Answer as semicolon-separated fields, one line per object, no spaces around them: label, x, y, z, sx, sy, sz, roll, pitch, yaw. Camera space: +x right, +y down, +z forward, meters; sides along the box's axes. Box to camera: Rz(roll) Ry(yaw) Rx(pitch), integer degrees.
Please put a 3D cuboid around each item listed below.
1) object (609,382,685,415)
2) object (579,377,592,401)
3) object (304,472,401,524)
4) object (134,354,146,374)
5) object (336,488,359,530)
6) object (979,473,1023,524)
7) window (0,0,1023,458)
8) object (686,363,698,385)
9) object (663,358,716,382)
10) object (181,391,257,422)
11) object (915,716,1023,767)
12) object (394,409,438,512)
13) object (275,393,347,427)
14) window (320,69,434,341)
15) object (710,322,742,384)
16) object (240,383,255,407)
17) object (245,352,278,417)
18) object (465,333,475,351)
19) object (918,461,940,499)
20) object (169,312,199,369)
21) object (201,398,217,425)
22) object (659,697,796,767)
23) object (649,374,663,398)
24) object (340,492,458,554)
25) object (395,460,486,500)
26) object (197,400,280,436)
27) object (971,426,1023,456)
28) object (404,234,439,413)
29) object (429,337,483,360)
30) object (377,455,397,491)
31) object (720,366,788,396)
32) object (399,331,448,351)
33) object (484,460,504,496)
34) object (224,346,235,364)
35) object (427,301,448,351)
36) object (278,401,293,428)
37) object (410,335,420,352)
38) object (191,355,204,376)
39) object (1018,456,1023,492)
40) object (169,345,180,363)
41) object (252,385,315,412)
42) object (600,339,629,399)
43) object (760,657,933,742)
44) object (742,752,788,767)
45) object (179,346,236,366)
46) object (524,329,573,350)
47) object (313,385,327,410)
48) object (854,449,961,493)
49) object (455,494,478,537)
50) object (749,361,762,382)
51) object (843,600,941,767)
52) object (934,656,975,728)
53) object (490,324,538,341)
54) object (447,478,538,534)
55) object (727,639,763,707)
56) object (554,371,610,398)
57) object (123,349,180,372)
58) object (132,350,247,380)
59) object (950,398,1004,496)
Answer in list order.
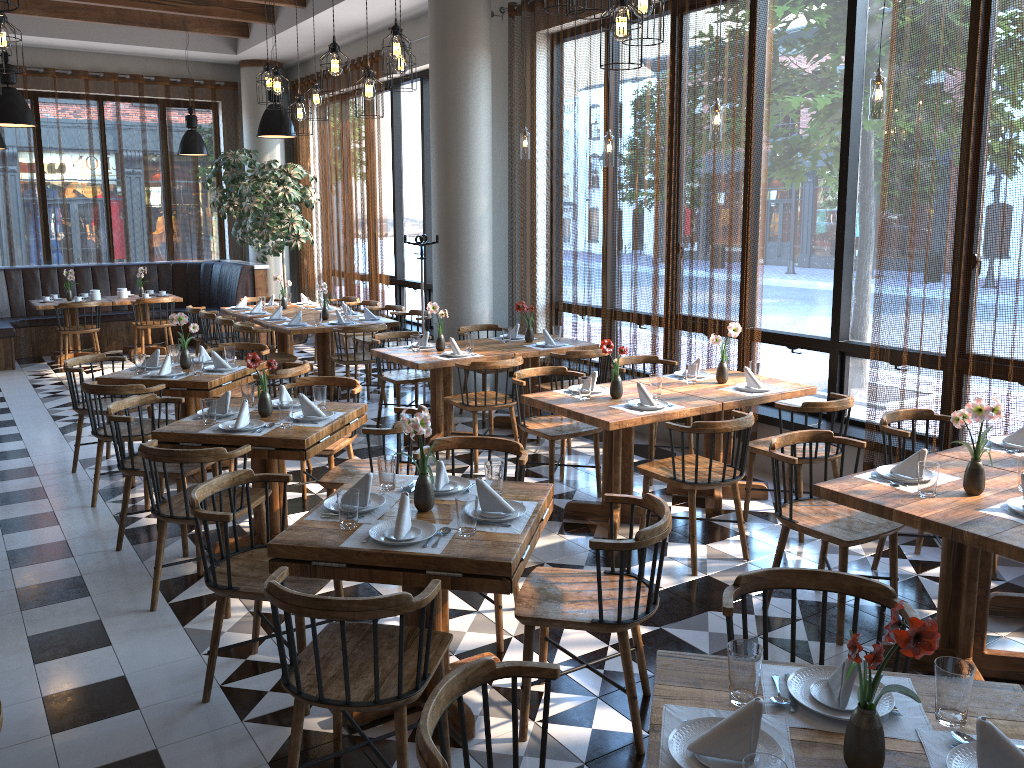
object;0.772;0.063;5.062;0.352;0.136;0.273;-7;13;-33
object;0.434;0.029;5.257;0.080;0.131;0.080;8;12;41
object;-0.595;0.399;3.369;0.272;0.136;0.354;2;11;12
object;-2.584;-0.139;6.166;0.080;0.131;0.080;4;10;21
object;-0.581;0.445;3.148;0.080;0.131;0.080;-3;10;-18
object;1.958;0.409;3.274;0.352;0.136;0.273;-7;13;-33
window;-1.135;-1.820;8.933;15.160;3.145;4.514;7;13;33
object;1.160;-0.066;5.727;0.080;0.131;0.080;0;9;2
object;1.217;-0.118;5.981;0.352;0.136;0.273;-7;13;-33
object;-1.619;0.102;4.908;0.272;0.136;0.354;2;11;12
object;0.969;0.718;1.713;0.272;0.136;0.354;2;11;12
object;-0.353;0.280;3.297;0.146;0.397;0.208;-4;10;-21
object;-1.091;0.120;4.807;0.272;0.136;0.354;2;11;12
window;-1.579;-2.318;11.486;0.365;3.145;4.990;-6;12;-33
object;1.376;-0.199;5.712;0.207;0.397;0.147;-5;10;-29
object;-1.524;0.064;5.114;0.080;0.131;0.080;-3;10;-18
object;-1.386;-0.001;4.864;0.171;0.353;0.157;3;10;22
object;-0.340;-0.336;7.138;0.080;0.131;0.080;8;12;41
object;1.625;0.376;3.463;0.080;0.131;0.080;8;12;41
object;-2.344;-0.311;6.352;0.207;0.397;0.147;-2;9;-13
object;-1.601;0.148;4.685;0.080;0.131;0.080;-5;11;-28
object;0.442;0.700;1.814;0.272;0.136;0.354;2;11;12
object;0.864;0.014;5.324;0.080;0.131;0.080;8;12;41
object;-0.382;0.459;3.060;0.352;0.136;0.273;2;11;12
object;-0.279;0.358;3.577;0.352;0.136;0.273;2;11;12
object;-1.407;0.161;4.599;0.352;0.136;0.273;2;11;12
object;2.403;0.228;4.193;0.352;0.136;0.273;-7;13;-33
object;-0.840;-0.572;8.355;0.375;1.648;0.376;7;11;39
object;-0.434;-0.288;6.878;0.352;0.136;0.273;-7;13;-33
object;-0.504;0.361;3.577;0.080;0.131;0.080;-3;10;-18
object;1.515;-0.033;5.543;0.352;0.136;0.273;-7;13;-33
object;-0.731;-0.372;7.316;0.352;0.136;0.273;-7;13;-33
object;-0.070;0.376;3.495;0.080;0.131;0.080;-3;10;-18
object;-2.073;-0.208;6.513;0.080;0.131;0.080;6;11;31
object;-0.597;-0.464;7.102;0.146;0.397;0.208;3;10;20
object;-1.176;0.161;4.610;0.080;0.131;0.080;-5;11;-28
object;-0.770;-0.322;7.071;0.080;0.131;0.080;8;12;41
object;-2.159;-0.125;6.092;0.080;0.131;0.080;4;10;21
object;2.055;0.361;3.529;0.080;0.131;0.080;8;12;41
object;-2.507;-0.223;6.595;0.080;0.131;0.080;6;11;31
object;-1.304;0.060;5.116;0.352;0.136;0.273;2;11;12
object;0.599;-0.095;5.311;0.171;0.353;0.157;6;11;35
object;0.757;0.658;2.022;0.352;0.136;0.273;2;11;12
object;0.452;0.746;1.591;0.080;0.131;0.080;-2;9;-8
object;-2.286;-0.227;6.601;0.352;0.136;0.273;2;11;12
object;0.309;-0.385;7.360;0.352;0.136;0.273;-7;13;-33
object;-1.090;0.078;5.032;0.080;0.131;0.080;-5;11;-28
object;1.660;0.325;3.712;0.352;0.136;0.273;-7;13;-33
object;-0.156;0.458;3.074;0.080;0.131;0.080;-3;10;-18
object;1.590;-0.080;5.794;0.080;0.131;0.080;0;9;2
object;0.737;0.605;1.733;0.171;0.353;0.157;2;9;14
object;0.963;0.677;1.938;0.080;0.131;0.080;6;11;31
object;0.012;-0.469;7.797;0.352;0.136;0.273;-7;13;-33
object;-0.067;0.417;3.268;0.272;0.136;0.354;2;11;12
object;0.529;0.662;2.020;0.080;0.131;0.080;-3;10;-18
object;0.474;-0.021;5.499;0.352;0.136;0.273;-7;13;-33
object;-2.601;-0.185;6.393;0.272;0.136;0.354;2;11;12
object;-2.246;-0.151;6.212;0.577;0.136;0.586;2;11;11
object;1.805;0.240;3.461;0.147;0.397;0.207;-8;12;-40
